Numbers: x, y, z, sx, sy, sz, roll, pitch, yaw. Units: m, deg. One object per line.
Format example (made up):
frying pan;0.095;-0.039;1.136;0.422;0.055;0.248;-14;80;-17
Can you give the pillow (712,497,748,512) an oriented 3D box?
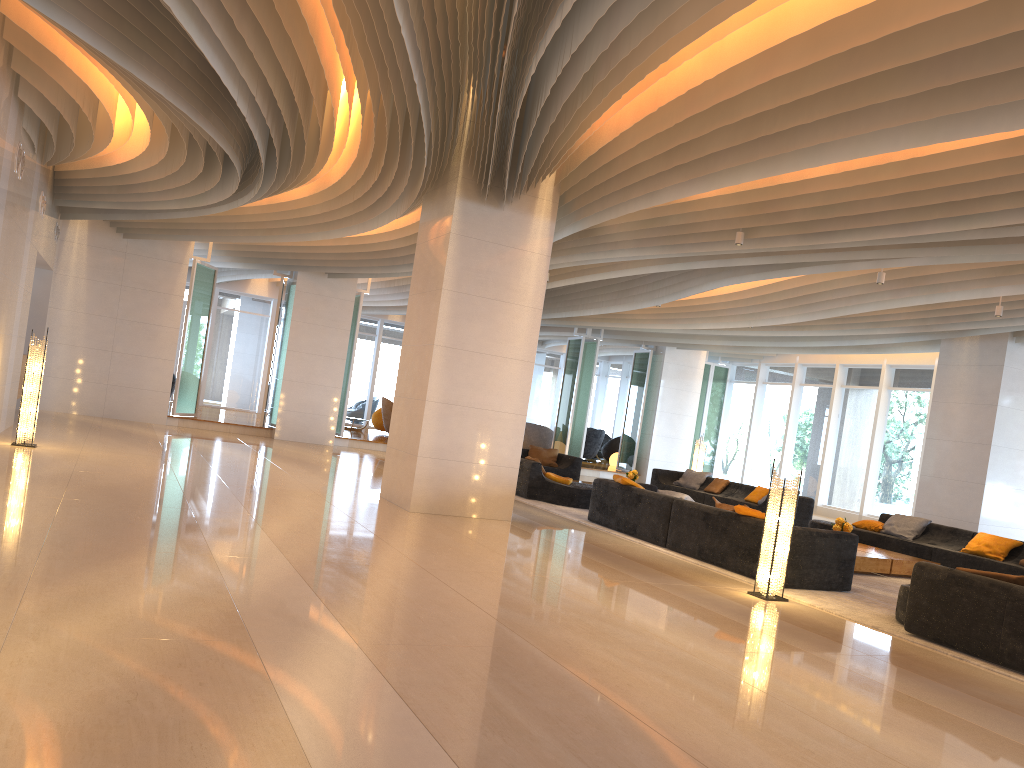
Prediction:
pillow;2.388;1.456;9.453;0.451;0.410;0.592;9;-1;-22

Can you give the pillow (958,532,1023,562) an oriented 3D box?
pillow;6.250;2.166;11.622;0.457;0.394;0.626;9;-1;-25

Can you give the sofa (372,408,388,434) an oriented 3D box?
sofa;-2.697;1.057;24.963;2.614;0.901;1.087;10;-1;-35

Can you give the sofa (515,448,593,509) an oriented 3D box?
sofa;0.749;1.561;15.644;2.871;0.654;5.005;9;-2;-24

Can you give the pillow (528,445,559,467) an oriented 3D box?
pillow;0.636;1.466;17.983;0.640;0.378;0.546;9;-1;-3

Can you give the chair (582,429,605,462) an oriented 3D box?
chair;2.074;1.755;26.065;1.113;1.006;1.549;8;-1;38

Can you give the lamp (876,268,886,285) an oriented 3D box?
lamp;4.645;-1.979;10.911;0.087;1.507;0.091;9;1;38

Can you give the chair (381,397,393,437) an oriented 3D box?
chair;-2.832;0.908;22.750;1.150;1.006;1.500;9;-1;-17

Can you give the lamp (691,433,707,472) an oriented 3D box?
lamp;3.952;1.761;18.898;0.254;1.451;0.246;8;1;-25

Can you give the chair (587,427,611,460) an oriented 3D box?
chair;2.677;1.946;28.990;1.532;1.006;1.126;9;-1;-12

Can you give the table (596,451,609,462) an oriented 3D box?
table;3.099;2.325;28.086;1.094;0.318;0.808;9;-2;-18

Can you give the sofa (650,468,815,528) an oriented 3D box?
sofa;3.981;2.112;16.580;0.957;0.582;3.715;9;-2;-24

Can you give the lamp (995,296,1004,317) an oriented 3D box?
lamp;6.621;-1.650;11.860;0.091;1.507;0.087;8;1;-34

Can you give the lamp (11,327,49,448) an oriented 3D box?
lamp;-5.769;0.025;10.667;0.254;1.451;0.246;8;1;-25

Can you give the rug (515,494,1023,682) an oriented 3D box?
rug;3.939;2.224;11.311;5.603;0.022;15.954;9;-2;-24

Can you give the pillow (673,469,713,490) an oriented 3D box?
pillow;3.618;1.906;17.798;0.625;0.378;0.559;7;-1;43

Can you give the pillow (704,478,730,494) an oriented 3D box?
pillow;3.935;1.955;17.033;0.327;0.312;0.400;9;-1;-27

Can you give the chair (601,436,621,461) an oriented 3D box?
chair;3.480;2.003;27.146;1.541;1.006;1.119;9;-1;-22

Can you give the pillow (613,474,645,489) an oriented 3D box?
pillow;1.553;1.369;11.166;0.548;0.378;0.637;9;-1;-2

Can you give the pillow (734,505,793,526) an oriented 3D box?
pillow;2.581;1.442;8.842;0.625;0.378;0.559;7;-1;43

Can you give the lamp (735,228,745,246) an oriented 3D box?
lamp;2.658;-2.309;9.947;0.091;1.507;0.087;8;1;-34

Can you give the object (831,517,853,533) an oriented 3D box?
object;4.027;1.806;10.855;0.237;0.377;0.265;8;0;-3

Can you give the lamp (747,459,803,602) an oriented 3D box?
lamp;2.300;1.255;7.661;0.254;1.198;0.246;8;1;-25

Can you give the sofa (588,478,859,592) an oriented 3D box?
sofa;2.161;1.616;10.066;0.957;0.582;3.715;9;-2;-24

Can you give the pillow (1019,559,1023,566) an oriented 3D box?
pillow;6.675;2.125;10.890;0.548;0.378;0.637;9;-1;-2

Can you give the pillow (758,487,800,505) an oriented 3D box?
pillow;4.647;1.980;15.474;0.548;0.378;0.637;9;-1;-2

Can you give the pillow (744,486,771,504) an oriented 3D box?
pillow;4.423;1.990;15.929;0.327;0.312;0.401;9;-1;-22

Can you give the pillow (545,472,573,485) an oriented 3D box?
pillow;0.723;1.451;13.630;0.408;0.136;0.419;8;-2;9

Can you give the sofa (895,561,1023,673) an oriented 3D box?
sofa;3.874;1.757;6.643;1.377;0.577;2.216;9;-2;-24

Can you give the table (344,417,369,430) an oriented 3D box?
table;-4.398;1.058;23.834;1.094;0.318;0.808;9;-2;-18

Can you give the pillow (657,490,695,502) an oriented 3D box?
pillow;1.969;1.464;10.389;0.427;0.377;0.577;9;-1;-22

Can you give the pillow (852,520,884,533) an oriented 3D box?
pillow;5.373;2.131;13.322;0.440;0.193;0.597;8;-2;30

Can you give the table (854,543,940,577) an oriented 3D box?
table;4.084;2.121;11.017;1.627;0.220;1.574;9;-2;-25

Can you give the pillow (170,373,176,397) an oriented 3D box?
pillow;-8.004;0.004;18.968;1.544;1.006;1.116;9;-1;-27

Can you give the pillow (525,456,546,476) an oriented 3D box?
pillow;0.399;1.304;13.806;0.334;0.311;0.417;9;-1;-23

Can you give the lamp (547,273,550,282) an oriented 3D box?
lamp;0.669;-2.444;14.641;0.088;1.507;0.090;9;1;20

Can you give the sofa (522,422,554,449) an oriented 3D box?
sofa;0.153;1.474;24.701;2.520;0.901;1.128;8;-1;25

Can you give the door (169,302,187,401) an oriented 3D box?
door;-9.303;-0.897;24.631;1.483;2.773;0.059;8;1;-25

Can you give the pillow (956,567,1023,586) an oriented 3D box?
pillow;3.602;1.549;6.481;0.403;0.392;0.596;9;-1;-22

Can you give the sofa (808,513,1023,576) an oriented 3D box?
sofa;5.787;2.227;12.080;1.374;0.583;4.073;9;-2;-25

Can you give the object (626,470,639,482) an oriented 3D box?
object;2.141;1.696;15.847;0.235;0.377;0.267;9;0;7

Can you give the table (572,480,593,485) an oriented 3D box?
table;2.030;1.974;15.658;1.627;0.220;1.574;9;-2;-25

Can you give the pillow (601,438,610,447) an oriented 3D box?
pillow;3.026;1.909;29.117;0.503;0.409;0.464;8;-1;3

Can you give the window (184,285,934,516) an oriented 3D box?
window;7.236;0.981;14.950;53.444;3.222;22.567;7;-2;30

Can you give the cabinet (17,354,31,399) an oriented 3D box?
cabinet;-7.849;-0.162;13.703;0.568;0.662;1.485;9;-1;-24

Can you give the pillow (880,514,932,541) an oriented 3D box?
pillow;5.686;2.107;12.898;0.469;0.417;0.654;9;-1;-24

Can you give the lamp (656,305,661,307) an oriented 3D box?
lamp;2.686;-2.109;15.611;0.088;1.507;0.090;9;1;20
